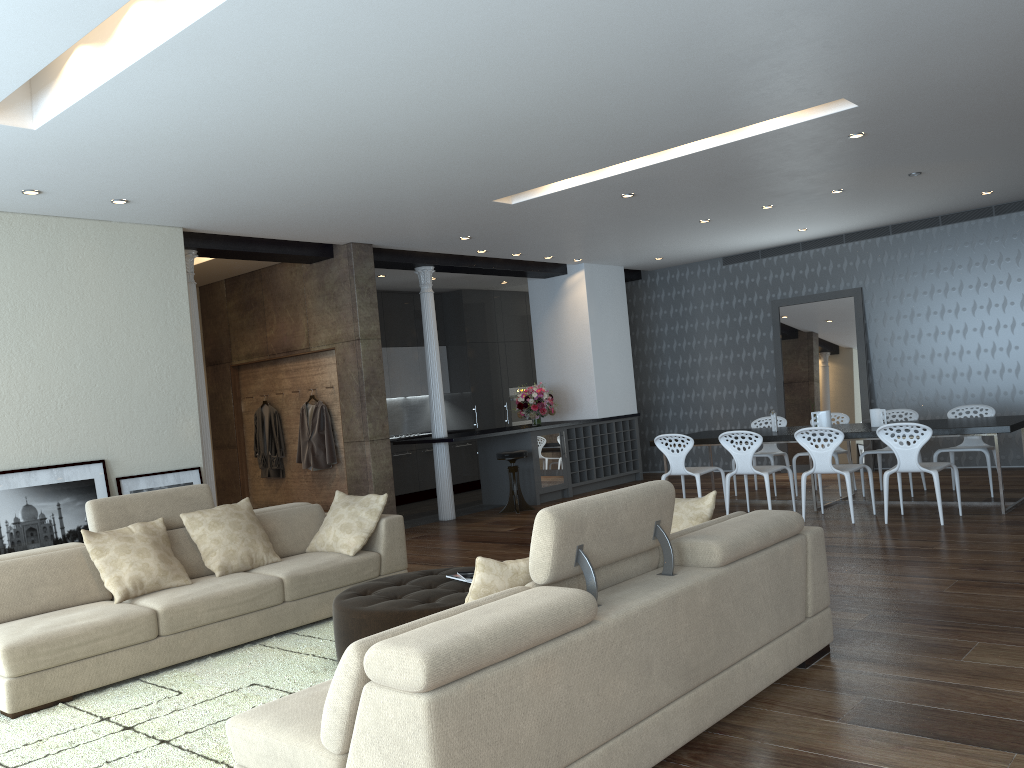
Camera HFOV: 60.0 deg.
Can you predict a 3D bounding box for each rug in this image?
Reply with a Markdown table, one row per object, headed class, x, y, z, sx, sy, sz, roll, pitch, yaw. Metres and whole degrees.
| class | x | y | z | sx | sy | sz | roll | pitch | yaw |
| --- | --- | --- | --- | --- | --- | --- | --- | --- | --- |
| rug | -0.963 | 1.475 | 4.075 | 2.972 | 0.020 | 4.231 | -6 | -1 | 41 |

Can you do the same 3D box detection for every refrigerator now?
| class | x | y | z | sx | sy | sz | roll | pitch | yaw |
| --- | --- | --- | --- | --- | --- | --- | --- | --- | --- |
| refrigerator | 0.473 | 0.937 | 10.945 | 0.578 | 0.774 | 0.075 | -4 | -1 | -45 |

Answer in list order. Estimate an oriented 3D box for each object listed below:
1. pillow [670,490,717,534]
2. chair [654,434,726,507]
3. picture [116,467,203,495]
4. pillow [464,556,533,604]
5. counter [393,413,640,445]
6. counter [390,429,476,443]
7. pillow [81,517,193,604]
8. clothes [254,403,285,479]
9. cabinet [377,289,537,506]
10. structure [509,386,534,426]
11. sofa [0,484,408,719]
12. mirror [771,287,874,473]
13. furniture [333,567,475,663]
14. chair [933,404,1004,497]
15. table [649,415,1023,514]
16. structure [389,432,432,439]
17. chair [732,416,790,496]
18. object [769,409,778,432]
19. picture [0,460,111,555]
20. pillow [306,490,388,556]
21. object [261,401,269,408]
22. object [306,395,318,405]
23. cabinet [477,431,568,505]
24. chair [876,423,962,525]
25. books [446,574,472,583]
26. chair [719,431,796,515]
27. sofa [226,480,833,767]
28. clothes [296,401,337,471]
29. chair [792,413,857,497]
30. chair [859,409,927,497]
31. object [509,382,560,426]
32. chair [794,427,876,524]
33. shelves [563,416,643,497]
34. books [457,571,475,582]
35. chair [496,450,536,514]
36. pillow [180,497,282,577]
| class | x | y | z | sx | sy | sz | roll | pitch | yaw |
| --- | --- | --- | --- | --- | --- | --- | --- | --- | --- |
| pillow | 0.749 | 0.747 | 4.452 | 0.518 | 0.393 | 0.395 | -6 | -1 | 45 |
| chair | 1.731 | 0.880 | 8.712 | 0.495 | 0.835 | 0.581 | -6 | -1 | 41 |
| picture | -2.716 | 1.191 | 7.047 | 0.195 | 0.988 | 0.700 | -6 | -1 | 41 |
| pillow | 0.006 | 0.787 | 3.262 | 0.519 | 0.416 | 0.368 | -4 | -1 | -44 |
| counter | 0.205 | 0.557 | 11.342 | 1.000 | 0.040 | 3.700 | -6 | -1 | 41 |
| counter | -2.015 | 0.894 | 12.043 | 0.807 | 0.223 | 3.597 | -6 | -1 | 41 |
| pillow | -2.200 | 1.019 | 5.205 | 0.368 | 0.416 | 0.519 | -6 | -1 | 37 |
| clothes | -2.760 | 0.644 | 9.982 | 0.569 | 0.855 | 0.141 | -6 | -1 | 42 |
| cabinet | -0.819 | 0.100 | 13.480 | 0.827 | 2.980 | 7.409 | -6 | -1 | 41 |
| structure | -0.018 | 0.367 | 14.189 | 0.591 | 0.596 | 0.595 | -6 | -1 | 41 |
| sofa | -1.945 | 1.119 | 5.481 | 1.021 | 0.950 | 2.581 | -6 | -1 | 41 |
| mirror | 3.973 | -0.019 | 11.418 | 1.200 | 2.294 | 0.240 | -6 | -1 | 41 |
| furniture | -0.418 | 1.247 | 4.756 | 1.057 | 0.355 | 1.057 | -6 | -1 | 43 |
| chair | 4.383 | 0.632 | 8.512 | 0.495 | 0.835 | 0.581 | -6 | -1 | 41 |
| table | 3.145 | 0.800 | 8.668 | 3.400 | 0.733 | 1.200 | -6 | -1 | 41 |
| structure | -1.596 | 0.752 | 12.471 | 0.520 | 0.066 | 0.900 | -6 | -1 | 41 |
| chair | 2.807 | 0.797 | 9.900 | 0.495 | 0.835 | 0.581 | -6 | -1 | 41 |
| object | 2.645 | 0.366 | 8.990 | 0.076 | 0.233 | 0.161 | -6 | -1 | 23 |
| picture | -3.383 | 1.167 | 6.271 | 0.225 | 1.140 | 1.183 | -6 | -1 | 41 |
| pillow | -1.120 | 0.943 | 6.098 | 0.518 | 0.393 | 0.395 | -6 | -1 | 38 |
| object | -2.782 | 0.231 | 9.996 | 0.430 | 0.219 | 0.010 | -6 | -1 | 41 |
| object | -2.115 | 0.160 | 9.393 | 0.430 | 0.219 | 0.010 | -6 | -1 | 41 |
| cabinet | 0.136 | 1.032 | 11.207 | 0.900 | 0.897 | 0.642 | -6 | -1 | 41 |
| chair | 3.332 | 0.712 | 7.310 | 0.495 | 0.835 | 0.581 | -6 | -1 | 41 |
| books | -0.190 | 1.048 | 4.798 | 0.219 | 0.031 | 0.300 | -5 | -1 | -34 |
| chair | 2.253 | 0.825 | 8.246 | 0.495 | 0.835 | 0.581 | -6 | -1 | 41 |
| sofa | 0.260 | 0.887 | 3.540 | 1.021 | 0.950 | 2.581 | -6 | -1 | 41 |
| clothes | -2.097 | 0.548 | 9.383 | 0.700 | 0.735 | 0.173 | -6 | -1 | 40 |
| chair | 3.332 | 0.742 | 9.438 | 0.495 | 0.835 | 0.581 | -6 | -1 | 41 |
| chair | 3.857 | 0.687 | 8.975 | 0.495 | 0.835 | 0.581 | -6 | -1 | 41 |
| object | 0.292 | 0.253 | 11.327 | 0.544 | 0.552 | 0.570 | -5 | -1 | -43 |
| chair | 2.799 | 0.767 | 7.754 | 0.495 | 0.835 | 0.581 | -6 | -1 | 41 |
| shelves | 0.905 | 0.973 | 12.088 | 0.900 | 0.897 | 1.700 | -6 | -1 | 41 |
| books | -0.165 | 1.038 | 4.805 | 0.220 | 0.040 | 0.301 | -5 | -1 | -14 |
| chair | 1.984 | 1.037 | 7.528 | 21.556 | 0.952 | 16.134 | -6 | -1 | 41 |
| pillow | -1.800 | 0.978 | 5.683 | 0.301 | 0.439 | 0.534 | -6 | -1 | 38 |
